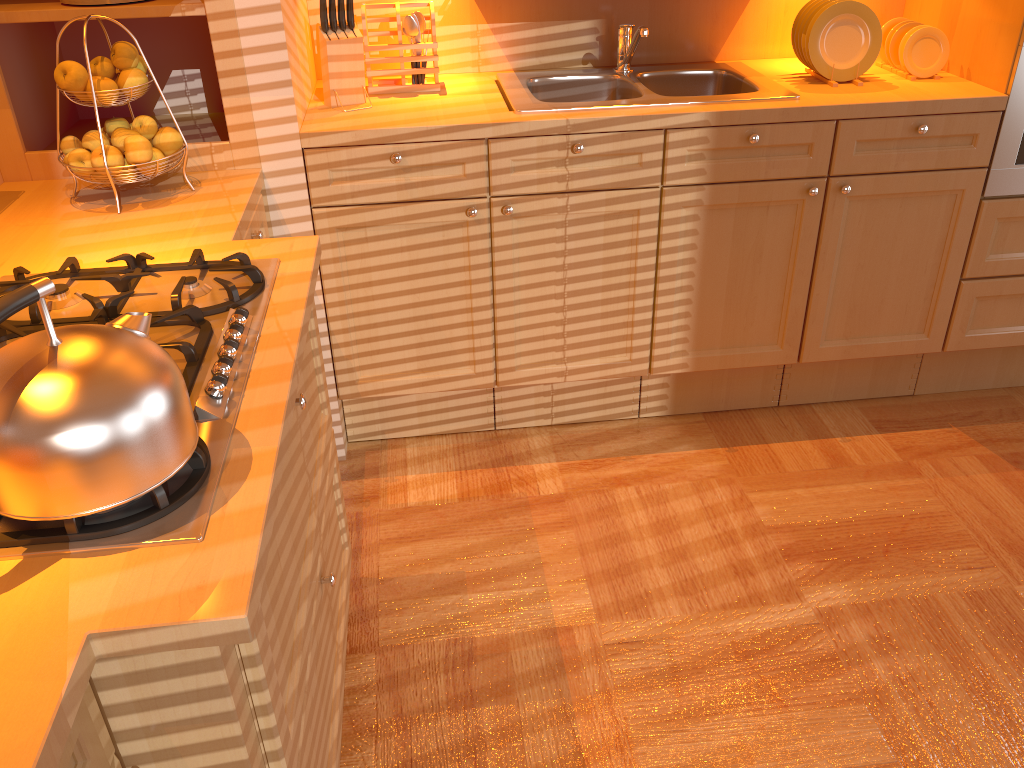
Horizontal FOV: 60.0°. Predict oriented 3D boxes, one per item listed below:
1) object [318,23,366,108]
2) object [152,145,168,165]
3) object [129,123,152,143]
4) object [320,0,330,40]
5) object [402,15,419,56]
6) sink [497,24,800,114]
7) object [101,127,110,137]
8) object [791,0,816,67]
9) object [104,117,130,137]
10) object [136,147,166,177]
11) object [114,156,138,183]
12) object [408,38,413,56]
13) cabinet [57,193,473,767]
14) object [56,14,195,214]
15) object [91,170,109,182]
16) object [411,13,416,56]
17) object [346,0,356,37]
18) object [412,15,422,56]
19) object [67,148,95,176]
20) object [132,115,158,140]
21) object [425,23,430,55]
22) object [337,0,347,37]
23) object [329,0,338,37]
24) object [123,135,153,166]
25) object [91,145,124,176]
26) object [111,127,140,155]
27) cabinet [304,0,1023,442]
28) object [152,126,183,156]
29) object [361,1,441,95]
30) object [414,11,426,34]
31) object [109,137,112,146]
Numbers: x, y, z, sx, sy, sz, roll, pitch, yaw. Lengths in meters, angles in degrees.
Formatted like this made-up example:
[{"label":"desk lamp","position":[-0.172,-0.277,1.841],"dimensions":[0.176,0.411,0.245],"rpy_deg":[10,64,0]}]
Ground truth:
[{"label":"object","position":[-0.440,-0.827,2.302],"dimensions":[0.100,0.200,0.070],"rpy_deg":[-19,35,-27]},{"label":"object","position":[-0.801,-0.504,1.980],"dimensions":[0.063,0.061,0.064],"rpy_deg":[-17,34,-24]},{"label":"object","position":[-0.832,-0.551,1.971],"dimensions":[0.057,0.059,0.058],"rpy_deg":[-26,39,-35]},{"label":"object","position":[-0.465,-0.860,2.245],"dimensions":[0.019,0.265,0.037],"rpy_deg":[-26,38,-35]},{"label":"object","position":[-0.268,-0.905,2.419],"dimensions":[0.040,0.192,0.042],"rpy_deg":[25,40,37]},{"label":"sink","position":[0.350,-0.816,2.457],"dimensions":[0.746,0.336,0.465],"rpy_deg":[-5,31,-5]},{"label":"object","position":[-0.891,-0.540,1.964],"dimensions":[0.058,0.055,0.059],"rpy_deg":[-1,31,1]},{"label":"object","position":[0.893,-0.998,2.521],"dimensions":[0.205,0.200,0.049],"rpy_deg":[-4,31,-4]},{"label":"object","position":[-0.855,-0.556,1.923],"dimensions":[0.050,0.048,0.051],"rpy_deg":[13,34,23]},{"label":"object","position":[-0.783,-0.480,1.920],"dimensions":[0.064,0.062,0.064],"rpy_deg":[-11,32,-16]},{"label":"object","position":[-0.841,-0.463,1.921],"dimensions":[0.052,0.056,0.057],"rpy_deg":[-27,39,-36]},{"label":"object","position":[-0.275,-0.916,2.463],"dimensions":[0.019,0.178,0.044],"rpy_deg":[-6,31,-8]},{"label":"cabinet","position":[-0.529,0.288,1.674],"dimensions":[1.141,0.840,2.850],"rpy_deg":[-5,31,-5]},{"label":"object","position":[-0.855,-0.590,1.902],"dimensions":[0.265,0.376,0.265],"rpy_deg":[24,39,36]},{"label":"object","position":[-0.893,-0.464,1.931],"dimensions":[0.047,0.043,0.046],"rpy_deg":[25,40,37]},{"label":"object","position":[-0.263,-0.918,2.447],"dimensions":[0.018,0.196,0.023],"rpy_deg":[-2,31,-1]},{"label":"object","position":[-0.407,-0.880,2.277],"dimensions":[0.019,0.265,0.037],"rpy_deg":[-14,33,-20]},{"label":"object","position":[-0.255,-0.908,2.430],"dimensions":[0.017,0.196,0.020],"rpy_deg":[9,32,17]},{"label":"object","position":[-0.912,-0.471,1.881],"dimensions":[0.056,0.057,0.053],"rpy_deg":[-17,34,-25]},{"label":"object","position":[-0.791,-0.553,1.913],"dimensions":[0.050,0.052,0.049],"rpy_deg":[-1,31,1]},{"label":"object","position":[-0.238,-0.913,2.455],"dimensions":[0.044,0.178,0.019],"rpy_deg":[-17,34,-25]},{"label":"object","position":[-0.427,-0.874,2.266],"dimensions":[0.019,0.265,0.038],"rpy_deg":[-14,33,-20]},{"label":"object","position":[-0.447,-0.867,2.255],"dimensions":[0.019,0.265,0.038],"rpy_deg":[-14,33,-20]},{"label":"object","position":[-0.785,-0.491,1.863],"dimensions":[0.056,0.063,0.065],"rpy_deg":[-18,34,-26]},{"label":"object","position":[-0.848,-0.469,1.861],"dimensions":[0.063,0.063,0.063],"rpy_deg":[1,31,5]},{"label":"object","position":[-0.822,-0.519,1.896],"dimensions":[0.063,0.061,0.063],"rpy_deg":[-19,35,-27]},{"label":"cabinet","position":[0.949,-0.770,2.554],"dimensions":[3.000,1.700,0.625],"rpy_deg":[-5,31,-5]},{"label":"object","position":[-0.754,-0.533,1.942],"dimensions":[0.064,0.060,0.063],"rpy_deg":[3,31,8]},{"label":"object","position":[-0.306,-0.928,2.446],"dimensions":[0.200,0.221,0.103],"rpy_deg":[-4,31,-5]},{"label":"object","position":[-0.263,-0.930,2.462],"dimensions":[0.040,0.192,0.042],"rpy_deg":[25,39,37]},{"label":"object","position":[-0.876,-0.513,1.933],"dimensions":[0.051,0.052,0.047],"rpy_deg":[-6,31,-8]}]
